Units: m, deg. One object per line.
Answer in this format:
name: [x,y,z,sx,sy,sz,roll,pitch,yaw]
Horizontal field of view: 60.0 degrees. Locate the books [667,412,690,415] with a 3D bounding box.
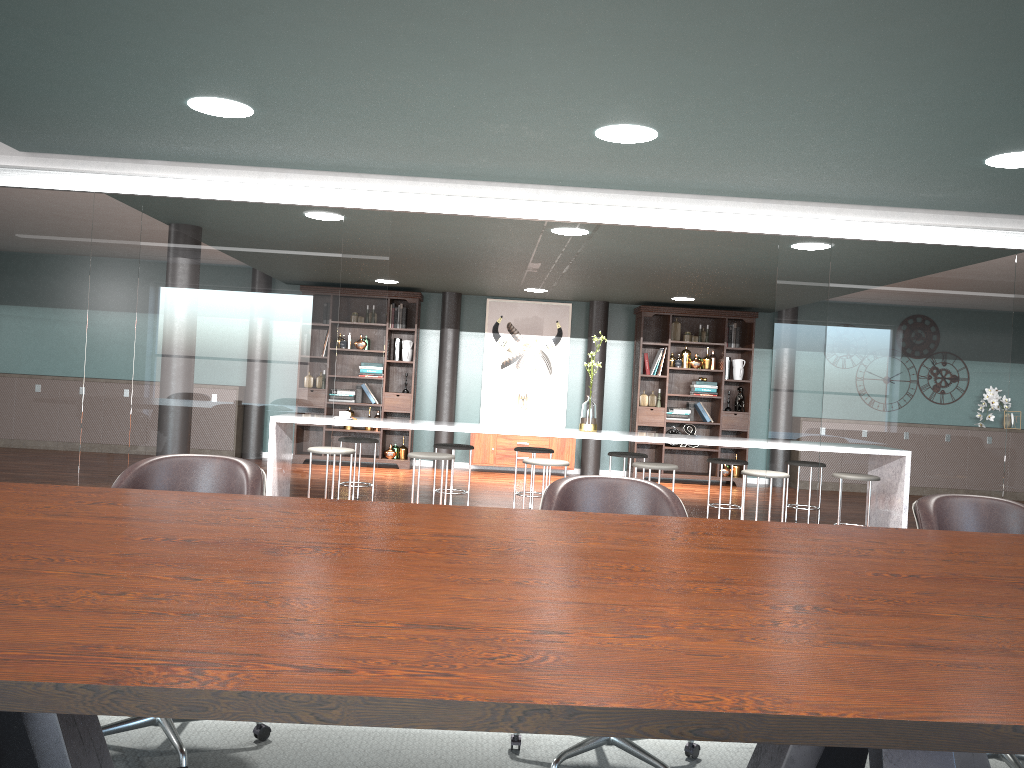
books: [1.881,0.337,10.179,0.268,0.016,0.205,3,0,-2]

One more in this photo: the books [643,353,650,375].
books: [1.533,-0.228,10.183,0.084,0.252,0.194,3,0,-2]

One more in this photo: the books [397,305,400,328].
books: [-1.280,-0.756,10.089,0.016,0.268,0.205,3,0,-2]

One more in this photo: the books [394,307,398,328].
books: [-1.310,-0.747,10.088,0.042,0.248,0.194,3,0,-2]

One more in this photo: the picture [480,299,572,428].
picture: [0.164,-0.219,10.428,1.002,1.512,0.031,3,0,-2]

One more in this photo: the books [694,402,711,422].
books: [2.180,0.322,10.192,0.176,0.227,0.194,3,0,-2]

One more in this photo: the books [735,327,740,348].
books: [2.577,-0.530,10.216,0.042,0.248,0.194,3,0,-2]

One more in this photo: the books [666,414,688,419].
books: [1.880,0.367,10.179,0.248,0.042,0.194,3,0,-2]

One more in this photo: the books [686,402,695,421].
books: [2.059,0.319,10.255,0.063,0.214,0.139,3,0,-2]

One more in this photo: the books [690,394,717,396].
books: [2.204,0.127,10.216,0.268,0.016,0.205,3,0,-2]

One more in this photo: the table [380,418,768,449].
table: [0.558,0.703,6.604,4.577,0.699,0.609,3,0,-2]

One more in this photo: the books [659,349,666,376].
books: [1.706,-0.248,10.186,0.063,0.309,0.210,3,0,-2]

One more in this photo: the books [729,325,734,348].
books: [2.518,-0.544,10.215,0.016,0.268,0.205,3,0,-2]

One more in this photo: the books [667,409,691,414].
books: [1.906,0.310,10.180,0.248,0.042,0.194,3,0,-2]

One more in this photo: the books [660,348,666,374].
books: [1.716,-0.254,10.182,0.062,0.322,0.197,3,0,-2]

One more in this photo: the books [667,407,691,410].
books: [1.897,0.280,10.180,0.268,0.016,0.205,3,0,-2]

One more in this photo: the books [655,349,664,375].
books: [1.691,-0.249,10.186,0.063,0.309,0.210,3,0,-2]

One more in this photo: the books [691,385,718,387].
books: [2.207,0.024,10.210,0.268,0.016,0.205,3,0,-2]

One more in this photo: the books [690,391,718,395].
books: [2.208,0.105,10.216,0.286,0.027,0.184,3,0,-2]

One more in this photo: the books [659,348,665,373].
books: [1.701,-0.255,10.183,0.062,0.322,0.197,3,0,-2]

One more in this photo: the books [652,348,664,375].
books: [1.671,-0.253,10.185,0.090,0.316,0.197,3,0,-2]

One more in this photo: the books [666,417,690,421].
books: [1.880,0.402,10.180,0.286,0.027,0.184,3,0,-2]

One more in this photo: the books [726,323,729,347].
books: [2.454,-0.557,10.213,0.027,0.286,0.184,3,0,-2]

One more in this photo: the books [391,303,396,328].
books: [-1.345,-0.769,10.087,0.027,0.286,0.184,3,0,-2]

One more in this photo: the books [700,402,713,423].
books: [2.215,0.322,10.194,0.166,0.228,0.205,3,0,-2]

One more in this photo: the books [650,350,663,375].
books: [1.646,-0.245,10.190,0.115,0.296,0.210,3,0,-2]

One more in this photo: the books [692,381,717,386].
books: [2.215,-0.005,10.215,0.248,0.042,0.194,3,0,-2]

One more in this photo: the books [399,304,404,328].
books: [-1.256,-0.764,10.090,0.027,0.286,0.184,3,0,-2]

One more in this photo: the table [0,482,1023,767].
table: [-0.173,0.661,1.564,6.694,0.706,1.374,3,0,-2]

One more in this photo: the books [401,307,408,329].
books: [-1.222,-0.742,10.091,0.042,0.248,0.194,3,0,-2]

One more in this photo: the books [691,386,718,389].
books: [2.209,0.039,10.215,0.268,0.016,0.205,3,0,-2]

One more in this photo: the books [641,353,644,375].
books: [1.470,-0.230,10.181,0.042,0.248,0.194,3,0,-2]

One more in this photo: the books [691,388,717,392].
books: [2.208,0.069,10.215,0.248,0.042,0.194,3,0,-2]

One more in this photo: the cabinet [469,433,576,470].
cabinet: [0.115,0.762,10.254,1.200,0.379,0.368,3,0,-2]

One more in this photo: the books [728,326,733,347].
books: [2.488,-0.535,10.214,0.042,0.248,0.194,3,0,-2]
